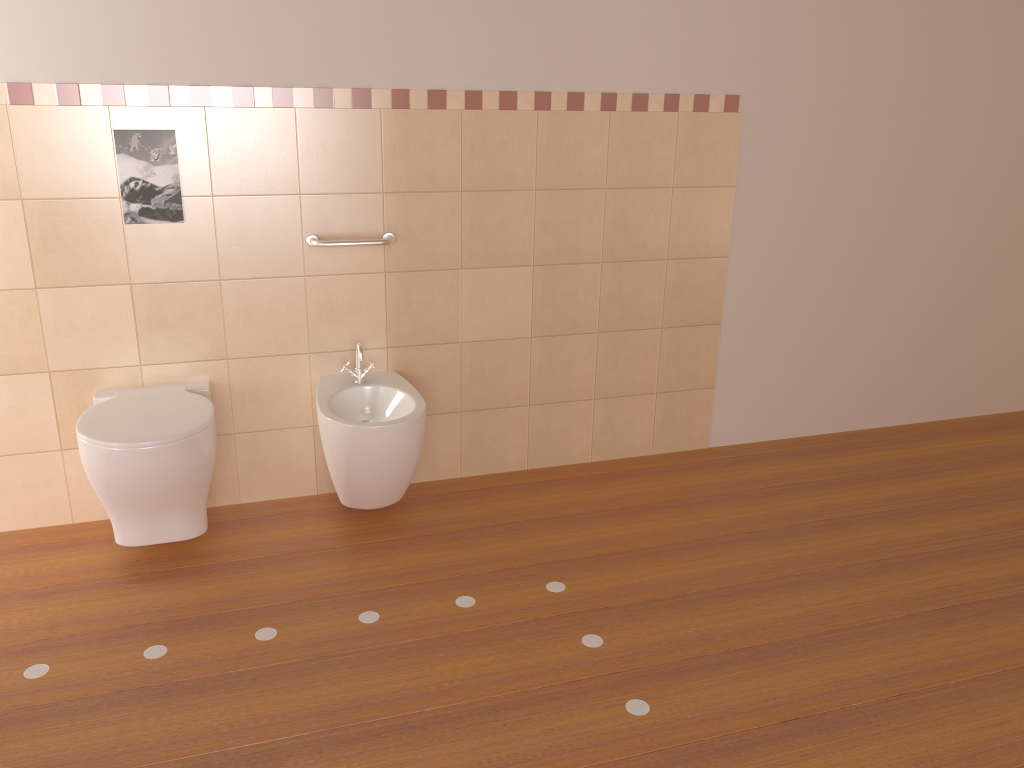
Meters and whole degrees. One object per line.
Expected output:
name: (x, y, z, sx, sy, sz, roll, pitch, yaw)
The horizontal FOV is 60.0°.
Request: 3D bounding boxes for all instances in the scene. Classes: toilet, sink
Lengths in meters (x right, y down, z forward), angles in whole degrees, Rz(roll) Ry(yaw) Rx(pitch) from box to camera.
toilet: (-1.093, 0.263, 2.720, 0.375, 0.400, 0.534, -5, 20, -17)
sink: (-0.465, 0.150, 2.908, 0.335, 0.517, 0.515, -5, 20, -17)

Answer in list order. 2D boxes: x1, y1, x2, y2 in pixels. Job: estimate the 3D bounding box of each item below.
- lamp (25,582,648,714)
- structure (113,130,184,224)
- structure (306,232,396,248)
lamp: (-0.734, 1.219, 0.826, 2.893, 0.001, 3.173, -5, 20, -17)
structure: (-1.100, -0.627, 2.692, 0.170, 0.279, 0.005, -5, 20, -17)
structure: (-0.519, -0.467, 2.908, 0.295, 0.042, 0.091, -5, 20, -17)
